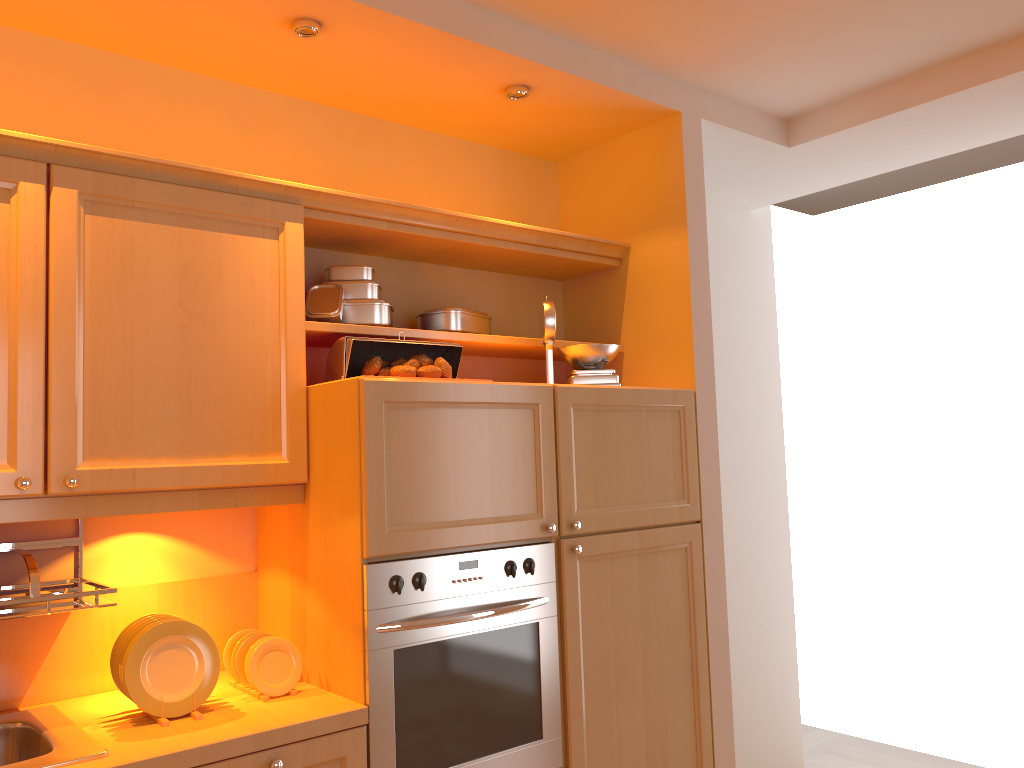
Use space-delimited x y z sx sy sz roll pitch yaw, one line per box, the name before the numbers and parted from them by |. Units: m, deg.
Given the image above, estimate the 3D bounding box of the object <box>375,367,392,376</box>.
object | -0.331 -0.027 2.324 0.067 0.035 0.068 -2 -5 1

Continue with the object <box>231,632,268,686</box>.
object | -0.628 0.680 2.190 0.133 0.129 0.037 2 -6 -39

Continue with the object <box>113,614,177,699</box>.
object | -0.813 0.637 2.047 0.205 0.200 0.049 2 -6 -38

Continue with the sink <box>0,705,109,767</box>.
sink | -1.205 0.730 1.642 0.746 0.336 0.465 2 -6 -39

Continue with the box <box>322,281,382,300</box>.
box | -0.469 -0.257 2.580 0.177 0.066 0.124 -2 -5 -3

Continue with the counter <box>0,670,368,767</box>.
counter | -1.206 0.743 1.643 1.800 0.038 0.600 2 -6 -39

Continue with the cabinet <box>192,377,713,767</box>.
cabinet | -0.731 0.846 2.006 3.000 1.700 0.625 2 -6 -39

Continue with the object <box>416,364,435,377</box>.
object | -0.243 -0.033 2.442 0.065 0.058 0.066 -6 -6 42

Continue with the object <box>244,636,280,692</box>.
object | -0.577 0.673 2.125 0.133 0.129 0.037 2 -6 -39

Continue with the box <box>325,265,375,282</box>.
box | -0.471 -0.311 2.584 0.140 0.052 0.098 -2 -5 -3

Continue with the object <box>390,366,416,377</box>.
object | -0.279 -0.031 2.283 0.066 0.034 0.069 0 -5 -21

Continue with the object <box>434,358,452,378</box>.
object | -0.184 -0.038 2.376 0.045 0.064 0.066 -3 -5 12

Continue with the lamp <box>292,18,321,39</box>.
lamp | -0.516 -0.890 2.226 0.070 0.021 0.070 -3 -5 11

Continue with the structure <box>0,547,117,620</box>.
structure | -1.312 0.426 1.785 0.900 0.126 0.300 2 -6 -39

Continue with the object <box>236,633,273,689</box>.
object | -0.611 0.678 2.168 0.133 0.129 0.037 2 -6 -39

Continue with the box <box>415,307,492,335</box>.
box | -0.181 -0.180 2.800 0.169 0.090 0.242 -5 -5 32

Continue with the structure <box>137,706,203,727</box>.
structure | -0.771 0.732 1.992 0.084 0.010 0.219 1 -6 -36

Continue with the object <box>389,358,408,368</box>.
object | -0.302 -0.037 2.387 0.066 0.063 0.061 1 -6 -32

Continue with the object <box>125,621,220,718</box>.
object | -0.746 0.627 1.957 0.205 0.200 0.049 2 -6 -38

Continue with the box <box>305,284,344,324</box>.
box | -0.514 -0.217 2.438 0.098 0.129 0.117 -2 -5 -3

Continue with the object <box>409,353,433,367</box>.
object | -0.246 -0.061 2.393 0.063 0.047 0.061 -3 -5 8

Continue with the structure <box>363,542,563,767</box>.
structure | -0.090 0.708 2.164 0.576 0.583 0.066 2 -6 -39

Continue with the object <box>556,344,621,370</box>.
object | 0.237 -0.074 2.723 0.199 0.075 0.199 -4 -5 19

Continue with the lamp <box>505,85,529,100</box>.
lamp | 0.015 -0.873 2.662 0.070 0.021 0.070 -3 -5 11

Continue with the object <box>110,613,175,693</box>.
object | -0.829 0.639 2.069 0.205 0.200 0.049 2 -6 -38

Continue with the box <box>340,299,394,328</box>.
box | -0.466 -0.188 2.574 0.242 0.090 0.169 -2 -5 -3

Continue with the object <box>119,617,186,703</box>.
object | -0.780 0.632 2.002 0.205 0.200 0.049 2 -6 -38

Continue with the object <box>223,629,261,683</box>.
object | -0.662 0.685 2.233 0.133 0.129 0.037 2 -6 -37

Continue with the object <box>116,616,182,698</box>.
object | -0.796 0.634 2.024 0.205 0.200 0.049 2 -6 -38

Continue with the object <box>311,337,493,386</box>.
object | -0.294 -0.055 2.366 0.400 0.123 0.280 2 -6 -39

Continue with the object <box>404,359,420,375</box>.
object | -0.273 -0.038 2.346 0.056 0.056 0.065 -5 -6 35

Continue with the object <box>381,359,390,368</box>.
object | -0.354 -0.035 2.372 0.037 0.061 0.069 -5 -6 34

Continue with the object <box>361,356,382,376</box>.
object | -0.366 -0.040 2.308 0.055 0.064 0.069 1 -6 -35

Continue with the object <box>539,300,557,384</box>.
object | 0.113 -0.121 2.717 0.039 0.271 0.134 -2 -5 -5

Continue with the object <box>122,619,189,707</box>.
object | -0.763 0.630 1.980 0.205 0.200 0.049 2 -6 -38

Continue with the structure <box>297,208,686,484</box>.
structure | -0.664 -0.384 1.438 1.061 1.148 4.091 -4 -5 24

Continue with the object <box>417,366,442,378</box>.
object | -0.217 -0.031 2.327 0.065 0.036 0.062 0 -5 -27

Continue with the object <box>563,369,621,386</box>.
object | 0.239 -0.010 2.718 0.156 0.053 0.179 -2 -5 -5

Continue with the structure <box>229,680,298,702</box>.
structure | -0.609 0.741 2.164 0.084 0.010 0.219 2 -6 -38

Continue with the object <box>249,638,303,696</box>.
object | -0.560 0.671 2.104 0.133 0.129 0.037 2 -6 -39

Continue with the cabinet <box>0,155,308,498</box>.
cabinet | -1.321 -0.115 1.817 1.792 0.712 0.332 2 -6 -39
